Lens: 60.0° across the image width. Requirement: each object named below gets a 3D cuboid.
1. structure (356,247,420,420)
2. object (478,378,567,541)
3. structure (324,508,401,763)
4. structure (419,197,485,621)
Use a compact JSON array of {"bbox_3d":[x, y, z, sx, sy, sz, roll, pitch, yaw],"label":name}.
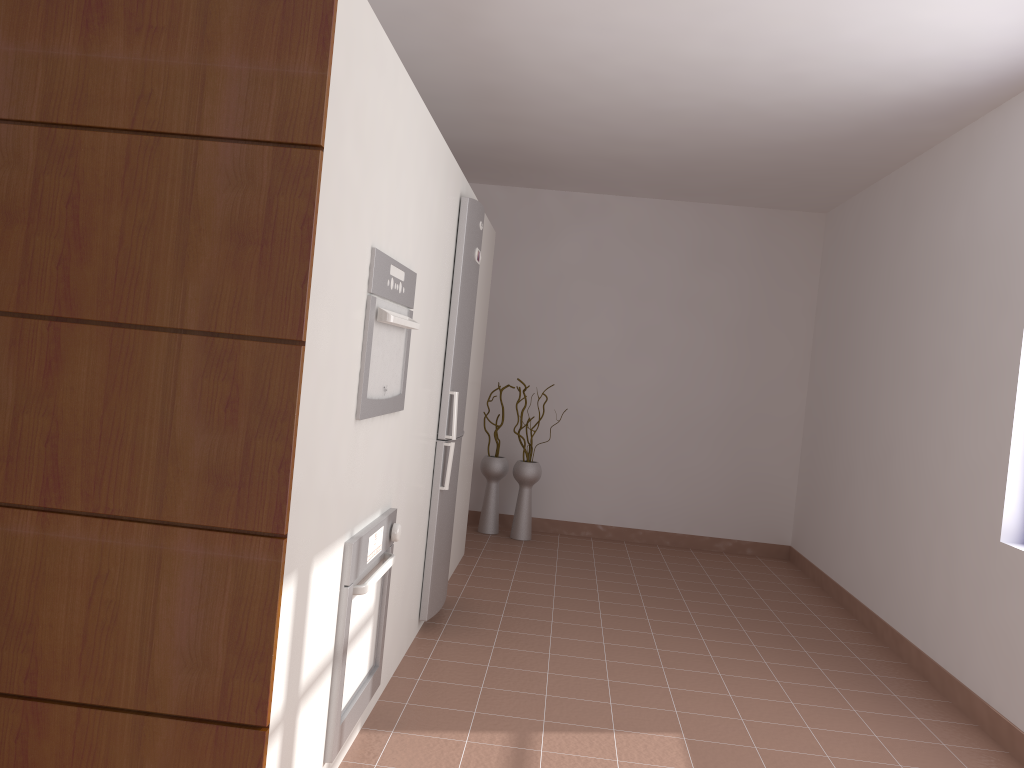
[{"bbox_3d":[-0.340,-0.133,2.627,0.056,0.454,0.614,6,1,4],"label":"structure"},{"bbox_3d":[0.081,0.521,6.163,0.655,1.112,0.284,6,1,23],"label":"object"},{"bbox_3d":[-0.429,0.711,2.648,0.058,0.592,0.596,6,1,4],"label":"structure"},{"bbox_3d":[-0.255,0.101,4.111,0.089,1.862,0.604,6,1,4],"label":"structure"}]
